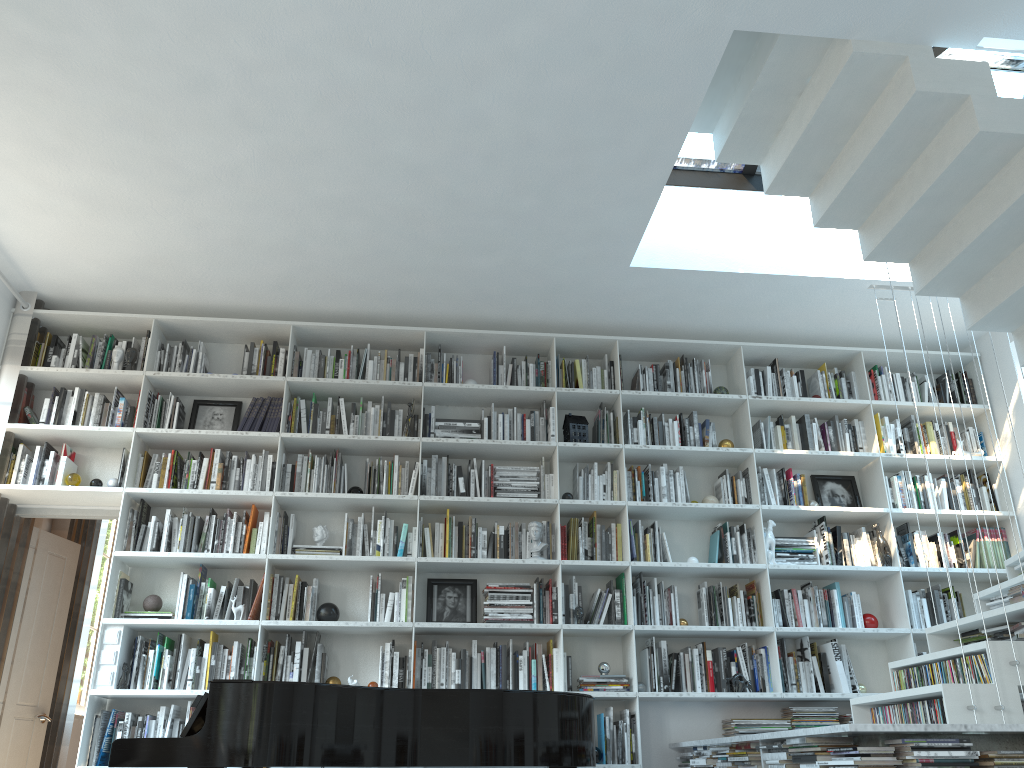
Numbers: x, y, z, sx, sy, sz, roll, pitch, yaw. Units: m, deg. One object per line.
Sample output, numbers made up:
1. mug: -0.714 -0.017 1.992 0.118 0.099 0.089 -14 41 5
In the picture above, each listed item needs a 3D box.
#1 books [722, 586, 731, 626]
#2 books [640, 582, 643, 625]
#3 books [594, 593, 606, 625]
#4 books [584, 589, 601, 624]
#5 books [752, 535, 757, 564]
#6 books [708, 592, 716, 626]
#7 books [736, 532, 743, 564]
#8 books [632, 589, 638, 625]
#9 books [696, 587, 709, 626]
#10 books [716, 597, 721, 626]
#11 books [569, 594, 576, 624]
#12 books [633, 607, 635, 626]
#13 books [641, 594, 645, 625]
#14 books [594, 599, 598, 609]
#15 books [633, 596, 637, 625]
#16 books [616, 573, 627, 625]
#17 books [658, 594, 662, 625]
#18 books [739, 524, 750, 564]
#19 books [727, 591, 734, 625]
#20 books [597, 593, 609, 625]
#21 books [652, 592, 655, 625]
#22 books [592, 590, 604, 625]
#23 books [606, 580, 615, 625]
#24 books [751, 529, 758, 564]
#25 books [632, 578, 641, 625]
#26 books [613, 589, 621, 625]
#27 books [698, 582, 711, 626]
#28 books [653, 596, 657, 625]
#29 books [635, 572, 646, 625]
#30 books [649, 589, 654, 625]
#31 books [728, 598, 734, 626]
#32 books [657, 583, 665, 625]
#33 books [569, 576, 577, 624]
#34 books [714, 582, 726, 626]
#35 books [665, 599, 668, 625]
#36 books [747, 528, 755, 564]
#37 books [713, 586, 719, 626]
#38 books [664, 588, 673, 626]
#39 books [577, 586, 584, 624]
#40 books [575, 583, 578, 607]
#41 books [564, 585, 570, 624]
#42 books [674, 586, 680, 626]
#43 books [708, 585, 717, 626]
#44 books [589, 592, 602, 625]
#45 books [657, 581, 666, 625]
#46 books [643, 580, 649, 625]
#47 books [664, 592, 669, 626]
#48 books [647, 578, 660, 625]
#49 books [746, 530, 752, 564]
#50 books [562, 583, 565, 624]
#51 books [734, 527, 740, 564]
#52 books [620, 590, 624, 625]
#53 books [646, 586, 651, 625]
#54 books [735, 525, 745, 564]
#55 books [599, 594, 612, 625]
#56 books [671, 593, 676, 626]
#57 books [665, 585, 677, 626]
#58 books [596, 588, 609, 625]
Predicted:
1. books: 1.277 1.371 5.380 0.018 0.249 0.184 2 -23 -6
2. books: 0.761 1.342 5.346 0.006 0.280 0.156 2 -23 -6
3. books: 0.510 1.369 5.312 0.090 0.211 0.144 2 -23 -6
4. books: 0.468 1.352 5.292 0.095 0.227 0.191 2 -23 -6
5. books: 1.489 1.069 5.554 0.023 0.211 0.165 2 -23 -6
6. books: 1.193 1.386 5.371 0.016 0.215 0.178 2 -23 -6
7. books: 1.395 1.054 5.535 0.012 0.223 0.179 2 -23 -6
8. books: 0.733 1.367 5.350 0.011 0.238 0.137 2 -23 -6
9. books: 1.158 1.375 5.388 0.019 0.250 0.130 2 -23 -6
10. books: 1.236 1.405 5.404 0.031 0.207 0.123 2 -23 -6
11. books: 0.347 1.362 5.275 0.027 0.191 0.183 2 -23 -6
12. books: 0.710 1.346 5.335 0.010 0.265 0.158 2 -23 -6
13. books: 0.770 1.381 5.339 0.013 0.203 0.154 2 -23 -6
14. books: 0.475 1.363 5.309 0.088 0.219 0.139 2 -23 -6
15. books: 0.721 1.386 5.330 0.015 0.187 0.169 2 -23 -6
16. books: 0.658 1.317 5.340 0.014 0.323 0.183 2 -23 -6
17. books: 0.871 1.386 5.349 0.013 0.202 0.167 2 -23 -6
18. books: 1.436 1.030 5.543 0.012 0.272 0.184 2 -23 -6
19. books: 1.310 1.387 5.410 0.030 0.243 0.136 2 -23 -6
20. books: 0.529 1.372 5.322 0.090 0.214 0.140 2 -23 -6
21. books: 0.826 1.373 5.338 0.013 0.217 0.161 2 -23 -6
22. books: 0.499 1.364 5.318 0.095 0.225 0.144 2 -23 -6
23. books: 0.593 1.337 5.337 0.013 0.284 0.139 2 -23 -6
24. books: 1.506 1.050 5.554 0.010 0.244 0.159 2 -23 -6
25. books: 0.749 1.336 5.349 0.018 0.294 0.178 2 -23 -6
26. books: 0.616 1.358 5.308 0.029 0.222 0.171 2 -23 -6
27. books: 1.174 1.363 5.409 0.016 0.288 0.132 2 -23 -6
28. books: 0.840 1.386 5.329 0.013 0.185 0.184 2 -24 -6
29. books: 0.778 1.322 5.376 0.007 0.340 0.150 2 -23 -6
30. books: 0.816 1.364 5.327 0.011 0.225 0.189 2 -23 -6
31. books: 1.295 1.403 5.368 0.018 0.181 0.183 2 -24 -6
32. books: 0.884 1.352 5.353 0.012 0.266 0.184 2 -23 -6
33. books: 0.365 1.316 5.314 0.013 0.305 0.141 2 -23 -6
34. books: 1.262 1.365 5.410 0.007 0.284 0.160 2 -23 -6
35. books: 0.912 1.400 5.352 0.013 0.178 0.141 2 -23 -6
36. books: 1.473 1.043 5.546 0.011 0.251 0.170 2 -23 -6
37. books: 1.218 1.373 5.394 0.008 0.257 0.159 2 -23 -6
38. books: 0.935 1.370 5.358 0.015 0.237 0.177 2 -23 -6
39. books: 0.400 1.348 5.315 0.035 0.247 0.141 2 -23 -6
40. books: 0.376 1.339 5.315 0.012 0.264 0.158 2 -23 -6
41. books: 0.317 1.341 5.303 0.028 0.252 0.143 2 -23 -6
42. books: 0.976 1.367 5.367 0.013 0.250 0.173 2 -23 -6
43. books: 1.206 1.371 5.394 0.015 0.261 0.150 2 -23 -6
44. books: 0.485 1.362 5.295 0.089 0.209 0.176 2 -23 -6
45. books: 0.902 1.351 5.373 0.006 0.284 0.160 2 -23 -6
46. books: 0.794 1.340 5.343 0.005 0.282 0.159 2 -23 -6
47. books: 0.922 1.381 5.362 0.008 0.222 0.134 2 -23 -6
48. books: 0.853 1.335 5.350 0.014 0.295 0.176 2 -23 -6
49. books: 1.459 1.053 5.559 0.013 0.243 0.159 2 -23 -6
50. books: 0.291 1.336 5.305 0.024 0.262 0.154 2 -23 -6
51. books: 1.380 1.040 5.547 0.015 0.258 0.153 2 -23 -6
52. books: 0.640 1.362 5.322 0.021 0.225 0.149 2 -23 -6
53. books: 0.803 1.357 5.340 0.013 0.247 0.166 2 -23 -6
54. books: 1.412 1.038 5.561 0.032 0.273 0.155 2 -23 -6
55. books: 0.543 1.373 5.311 0.091 0.204 0.170 2 -23 -6
56. books: 0.949 1.384 5.350 0.014 0.206 0.181 2 -23 -6
57. books: 0.963 1.361 5.367 0.014 0.260 0.142 2 -23 -6
58. books: 0.526 1.356 5.318 0.094 0.237 0.150 2 -23 -6
